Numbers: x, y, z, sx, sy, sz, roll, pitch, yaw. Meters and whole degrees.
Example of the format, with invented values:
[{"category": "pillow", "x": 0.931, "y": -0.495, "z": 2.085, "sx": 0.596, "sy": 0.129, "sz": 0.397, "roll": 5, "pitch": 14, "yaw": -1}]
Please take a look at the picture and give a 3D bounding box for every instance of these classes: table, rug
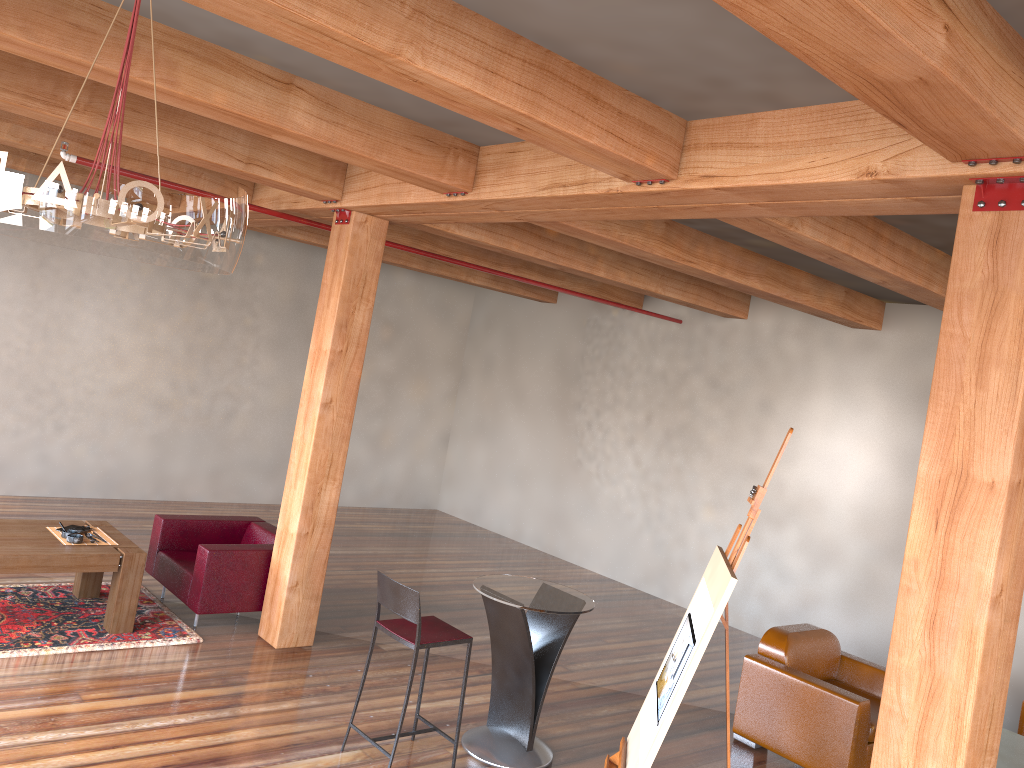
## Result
[{"category": "table", "x": -3.419, "y": 1.241, "z": 5.669, "sx": 1.743, "sy": 0.550, "sz": 0.903, "roll": 9, "pitch": 1, "yaw": -41}, {"category": "rug", "x": -3.436, "y": 1.514, "z": 5.697, "sx": 2.452, "sy": 0.009, "sz": 1.348, "roll": 9, "pitch": 1, "yaw": -41}, {"category": "table", "x": 0.049, "y": 1.672, "z": 5.162, "sx": 0.720, "sy": 0.925, "sz": 0.722, "roll": 10, "pitch": -1, "yaw": -16}, {"category": "table", "x": 3.153, "y": 2.405, "z": 4.324, "sx": 0.935, "sy": 0.561, "sz": 1.877, "roll": 10, "pitch": 1, "yaw": -41}]

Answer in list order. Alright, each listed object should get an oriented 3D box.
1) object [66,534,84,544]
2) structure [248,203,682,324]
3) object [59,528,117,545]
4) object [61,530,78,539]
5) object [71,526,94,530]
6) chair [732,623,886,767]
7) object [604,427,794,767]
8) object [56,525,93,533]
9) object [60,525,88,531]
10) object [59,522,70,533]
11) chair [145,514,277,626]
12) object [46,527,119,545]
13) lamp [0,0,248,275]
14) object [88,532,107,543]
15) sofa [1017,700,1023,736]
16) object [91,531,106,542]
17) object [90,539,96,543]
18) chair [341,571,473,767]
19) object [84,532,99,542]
[{"category": "object", "x": -2.891, "y": 1.026, "z": 5.860, "sx": 0.098, "sy": 0.043, "sz": 0.099, "roll": 10, "pitch": 1, "yaw": -15}, {"category": "structure", "x": -0.412, "y": -1.106, "z": 7.960, "sx": 6.780, "sy": 0.112, "sz": 0.051, "roll": 9, "pitch": 0, "yaw": -41}, {"category": "object", "x": -2.938, "y": 1.038, "z": 6.054, "sx": 0.330, "sy": 0.003, "sz": 0.472, "roll": 9, "pitch": 1, "yaw": -41}, {"category": "object", "x": -2.970, "y": 1.011, "z": 5.947, "sx": 0.098, "sy": 0.043, "sz": 0.099, "roll": 10, "pitch": 0, "yaw": -3}, {"category": "object", "x": -3.006, "y": 1.002, "z": 6.126, "sx": 0.007, "sy": 0.008, "sz": 0.269, "roll": 10, "pitch": 1, "yaw": 23}, {"category": "chair", "x": 2.177, "y": 2.120, "z": 5.964, "sx": 1.059, "sy": 0.736, "sz": 0.833, "roll": 10, "pitch": 0, "yaw": -41}, {"category": "object", "x": 0.726, "y": 1.192, "z": 3.597, "sx": 0.685, "sy": 2.143, "sz": 0.700, "roll": 10, "pitch": -1, "yaw": 9}, {"category": "object", "x": -3.029, "y": 1.011, "z": 6.127, "sx": 0.154, "sy": 0.018, "sz": 0.212, "roll": 10, "pitch": 1, "yaw": 4}, {"category": "object", "x": -3.034, "y": 0.997, "z": 6.126, "sx": 0.007, "sy": 0.008, "sz": 0.269, "roll": 10, "pitch": 1, "yaw": 15}, {"category": "object", "x": -2.994, "y": 0.979, "z": 5.955, "sx": 0.137, "sy": 0.080, "sz": 0.045, "roll": 10, "pitch": -1, "yaw": 14}, {"category": "chair", "x": -2.161, "y": 1.418, "z": 6.752, "sx": 0.862, "sy": 0.593, "sz": 1.075, "roll": 10, "pitch": 0, "yaw": -41}, {"category": "object", "x": -2.939, "y": 1.038, "z": 6.054, "sx": 0.351, "sy": 0.001, "sz": 0.471, "roll": 9, "pitch": 1, "yaw": -41}, {"category": "lamp", "x": -1.120, "y": -0.789, "z": 2.518, "sx": 0.809, "sy": 0.816, "sz": 0.808, "roll": 10, "pitch": 0, "yaw": 1}, {"category": "object", "x": -2.834, "y": 1.051, "z": 6.057, "sx": 0.271, "sy": 0.008, "sz": 0.007, "roll": 11, "pitch": 0, "yaw": 38}, {"category": "sofa", "x": 4.562, "y": 2.545, "z": 5.424, "sx": 0.947, "sy": 0.736, "sz": 2.421, "roll": 10, "pitch": 0, "yaw": -41}, {"category": "object", "x": -2.844, "y": 1.049, "z": 6.097, "sx": 0.271, "sy": 0.008, "sz": 0.007, "roll": 11, "pitch": 0, "yaw": 44}, {"category": "object", "x": -2.801, "y": 1.052, "z": 5.921, "sx": 0.018, "sy": 0.021, "sz": 0.059, "roll": 10, "pitch": 1, "yaw": 1}, {"category": "chair", "x": -0.526, "y": 1.542, "z": 4.768, "sx": 0.464, "sy": 0.983, "sz": 0.431, "roll": 11, "pitch": -2, "yaw": -41}, {"category": "object", "x": -2.845, "y": 1.038, "z": 6.002, "sx": 0.154, "sy": 0.030, "sz": 0.045, "roll": 10, "pitch": 0, "yaw": 33}]
